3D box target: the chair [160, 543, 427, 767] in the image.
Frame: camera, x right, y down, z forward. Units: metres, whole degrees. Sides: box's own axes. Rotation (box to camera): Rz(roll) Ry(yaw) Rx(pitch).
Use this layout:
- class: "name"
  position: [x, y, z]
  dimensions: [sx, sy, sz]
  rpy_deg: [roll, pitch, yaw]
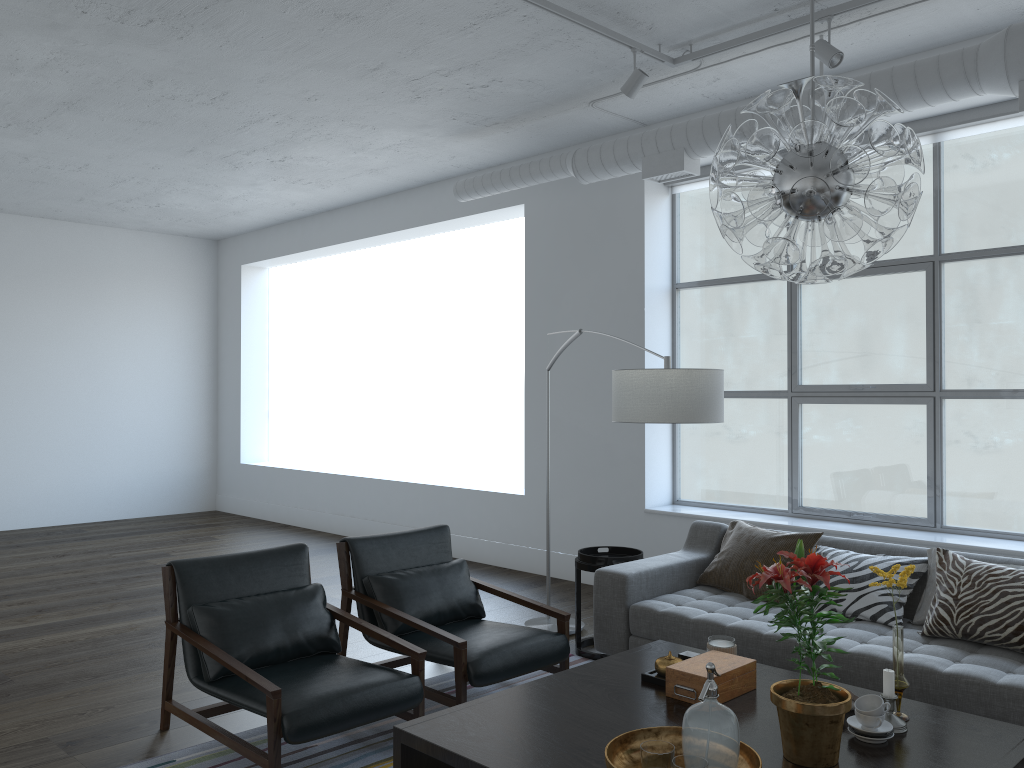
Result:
- class: "chair"
  position: [-0.876, 1.065, 3.530]
  dimensions: [0.678, 0.698, 0.983]
  rpy_deg: [1, -1, -45]

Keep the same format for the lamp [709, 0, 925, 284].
- class: "lamp"
  position: [0.823, -1.051, 2.432]
  dimensions: [0.552, 1.546, 0.552]
  rpy_deg: [-1, -1, 33]

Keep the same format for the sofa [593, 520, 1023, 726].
- class: "sofa"
  position: [1.620, 1.074, 3.722]
  dimensions: [0.991, 0.684, 2.541]
  rpy_deg: [1, -1, -45]

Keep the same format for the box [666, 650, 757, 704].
- class: "box"
  position: [0.648, 0.954, 2.880]
  dimensions: [0.294, 0.093, 0.169]
  rpy_deg: [1, -1, -45]

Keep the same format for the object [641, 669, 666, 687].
- class: "object"
  position: [0.558, 0.991, 3.031]
  dimensions: [0.214, 0.023, 0.130]
  rpy_deg: [1, -1, -45]

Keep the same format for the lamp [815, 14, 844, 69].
- class: "lamp"
  position: [1.475, -1.610, 4.149]
  dimensions: [0.087, 0.285, 0.154]
  rpy_deg: [1, -1, -35]

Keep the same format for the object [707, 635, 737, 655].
- class: "object"
  position: [0.725, 0.946, 3.090]
  dimensions: [0.117, 0.116, 0.106]
  rpy_deg: [0, -1, 25]

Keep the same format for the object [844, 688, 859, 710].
- class: "object"
  position: [1.036, 0.966, 2.714]
  dimensions: [0.124, 0.078, 0.069]
  rpy_deg: [0, -1, 28]

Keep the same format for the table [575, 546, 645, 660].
- class: "table"
  position: [0.525, 1.161, 4.724]
  dimensions: [0.379, 0.536, 0.379]
  rpy_deg: [0, -1, -27]

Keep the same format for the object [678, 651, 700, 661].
- class: "object"
  position: [0.612, 0.957, 3.055]
  dimensions: [0.058, 0.055, 0.058]
  rpy_deg: [1, -1, -45]

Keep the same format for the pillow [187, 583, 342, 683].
- class: "pillow"
  position: [-1.009, 1.020, 3.674]
  dimensions: [0.612, 0.293, 0.246]
  rpy_deg: [1, -1, -45]

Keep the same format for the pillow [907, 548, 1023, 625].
- class: "pillow"
  position: [1.973, 0.875, 3.612]
  dimensions: [0.254, 0.318, 0.663]
  rpy_deg: [1, -1, -44]

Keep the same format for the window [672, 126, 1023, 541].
- class: "window"
  position: [2.748, -0.333, 4.711]
  dimensions: [0.107, 2.340, 4.566]
  rpy_deg: [1, -1, -45]

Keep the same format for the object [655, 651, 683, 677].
- class: "object"
  position: [0.536, 0.946, 3.009]
  dimensions: [0.103, 0.077, 0.103]
  rpy_deg: [0, -1, 17]

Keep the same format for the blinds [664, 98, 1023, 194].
- class: "blinds"
  position: [2.373, -1.432, 5.012]
  dimensions: [0.086, 0.130, 3.613]
  rpy_deg: [1, -1, -45]

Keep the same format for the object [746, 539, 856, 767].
- class: "object"
  position: [0.783, 0.716, 2.405]
  dimensions: [0.275, 0.558, 0.284]
  rpy_deg: [0, -1, 7]

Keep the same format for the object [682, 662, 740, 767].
- class: "object"
  position: [0.501, 0.846, 2.235]
  dimensions: [0.143, 0.288, 0.143]
  rpy_deg: [0, -1, 17]

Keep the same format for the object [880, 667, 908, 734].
- class: "object"
  position: [1.095, 0.910, 2.575]
  dimensions: [0.098, 0.174, 0.098]
  rpy_deg: [-1, -1, 40]

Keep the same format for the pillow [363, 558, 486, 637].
- class: "pillow"
  position: [-0.408, 1.028, 4.265]
  dimensions: [0.612, 0.293, 0.246]
  rpy_deg: [1, -1, -45]

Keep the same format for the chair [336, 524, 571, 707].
- class: "chair"
  position: [-0.275, 1.073, 4.121]
  dimensions: [0.678, 0.698, 0.983]
  rpy_deg: [1, -1, -45]

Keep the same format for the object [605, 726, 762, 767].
- class: "object"
  position: [0.423, 0.957, 2.207]
  dimensions: [0.383, 0.068, 0.383]
  rpy_deg: [0, -1, -2]

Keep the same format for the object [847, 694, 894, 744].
- class: "object"
  position: [1.008, 0.938, 2.495]
  dimensions: [0.121, 0.113, 0.124]
  rpy_deg: [0, -1, -25]

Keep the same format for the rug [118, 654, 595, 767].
- class: "rug"
  position: [0.504, 1.395, 2.517]
  dimensions: [2.735, 0.012, 3.760]
  rpy_deg: [1, -1, -45]

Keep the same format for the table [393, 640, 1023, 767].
- class: "table"
  position: [0.596, 1.194, 2.558]
  dimensions: [1.306, 0.394, 1.362]
  rpy_deg: [1, -1, -45]

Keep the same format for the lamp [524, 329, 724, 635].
- class: "lamp"
  position: [0.451, 0.551, 4.311]
  dimensions: [0.432, 1.738, 2.162]
  rpy_deg: [0, -1, -10]

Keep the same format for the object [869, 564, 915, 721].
- class: "object"
  position: [1.130, 0.763, 2.639]
  dimensions: [0.121, 0.470, 0.120]
  rpy_deg: [0, -1, -29]

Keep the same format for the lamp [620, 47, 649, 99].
- class: "lamp"
  position: [0.631, -1.605, 4.542]
  dimensions: [0.154, 0.285, 0.095]
  rpy_deg: [-1, -1, 39]

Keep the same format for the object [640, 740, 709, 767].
- class: "object"
  position: [0.392, 0.942, 2.151]
  dimensions: [0.085, 0.089, 0.195]
  rpy_deg: [1, -1, -35]

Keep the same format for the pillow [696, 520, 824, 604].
- class: "pillow"
  position: [1.203, 0.877, 4.394]
  dimensions: [0.298, 0.338, 0.597]
  rpy_deg: [1, -1, -35]

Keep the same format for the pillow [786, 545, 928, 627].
- class: "pillow"
  position: [1.544, 0.903, 3.985]
  dimensions: [0.346, 0.283, 0.578]
  rpy_deg: [1, -1, -44]

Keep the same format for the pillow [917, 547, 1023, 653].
- class: "pillow"
  position: [1.901, 0.848, 3.444]
  dimensions: [0.271, 0.340, 0.576]
  rpy_deg: [1, -1, -41]
